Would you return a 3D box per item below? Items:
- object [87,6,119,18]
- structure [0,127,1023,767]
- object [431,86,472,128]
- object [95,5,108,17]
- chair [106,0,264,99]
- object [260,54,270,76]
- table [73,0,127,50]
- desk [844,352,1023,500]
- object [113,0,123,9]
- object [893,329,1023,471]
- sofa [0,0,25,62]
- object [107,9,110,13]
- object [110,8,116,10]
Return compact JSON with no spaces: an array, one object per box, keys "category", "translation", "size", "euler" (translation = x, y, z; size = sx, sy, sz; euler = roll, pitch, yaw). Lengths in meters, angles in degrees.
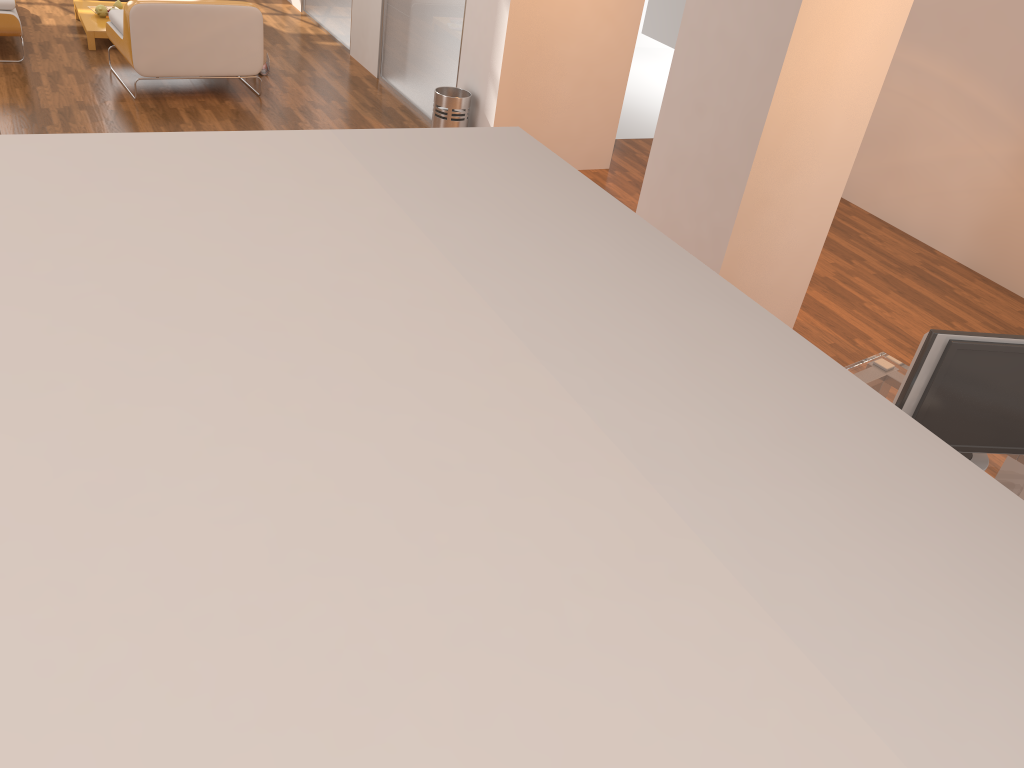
[{"category":"object","translation":[-3.363,-3.078,7.347],"size":[0.227,0.048,0.227],"euler":[-17,42,-35]},{"category":"structure","translation":[0.184,-0.168,1.437],"size":[4.630,3.042,3.450],"euler":[-9,38,-27]},{"category":"object","translation":[-0.425,-1.766,6.052],"size":[0.248,0.450,0.248],"euler":[16,34,9]},{"category":"object","translation":[-3.364,-3.060,7.269],"size":[0.101,0.095,0.102],"euler":[25,36,22]},{"category":"chair","translation":[-2.408,-2.547,6.510],"size":[0.923,0.661,0.825],"euler":[-13,39,-31]},{"category":"object","translation":[-2.063,-2.638,7.150],"size":[0.189,0.217,0.281],"euler":[-4,35,-20]},{"category":"table","translation":[-3.116,-3.042,7.540],"size":[1.000,0.150,1.000],"euler":[-9,38,-27]},{"category":"desk","translation":[0.664,0.743,2.271],"size":[2.239,0.750,1.092],"euler":[-17,42,-35]},{"category":"object","translation":[-3.340,-3.207,7.511],"size":[0.080,0.087,0.094],"euler":[7,33,-4]},{"category":"object","translation":[1.296,0.018,2.466],"size":[0.516,0.418,0.245],"euler":[8,33,-3]},{"category":"sofa","translation":[-4.362,-3.116,6.855],"size":[0.825,0.661,2.010],"euler":[-11,38,-28]},{"category":"object","translation":[-3.387,-3.093,7.358],"size":[0.134,0.037,0.061],"euler":[-5,36,-21]},{"category":"object","translation":[-3.285,-3.077,7.354],"size":[0.092,0.065,0.091],"euler":[21,35,16]}]
